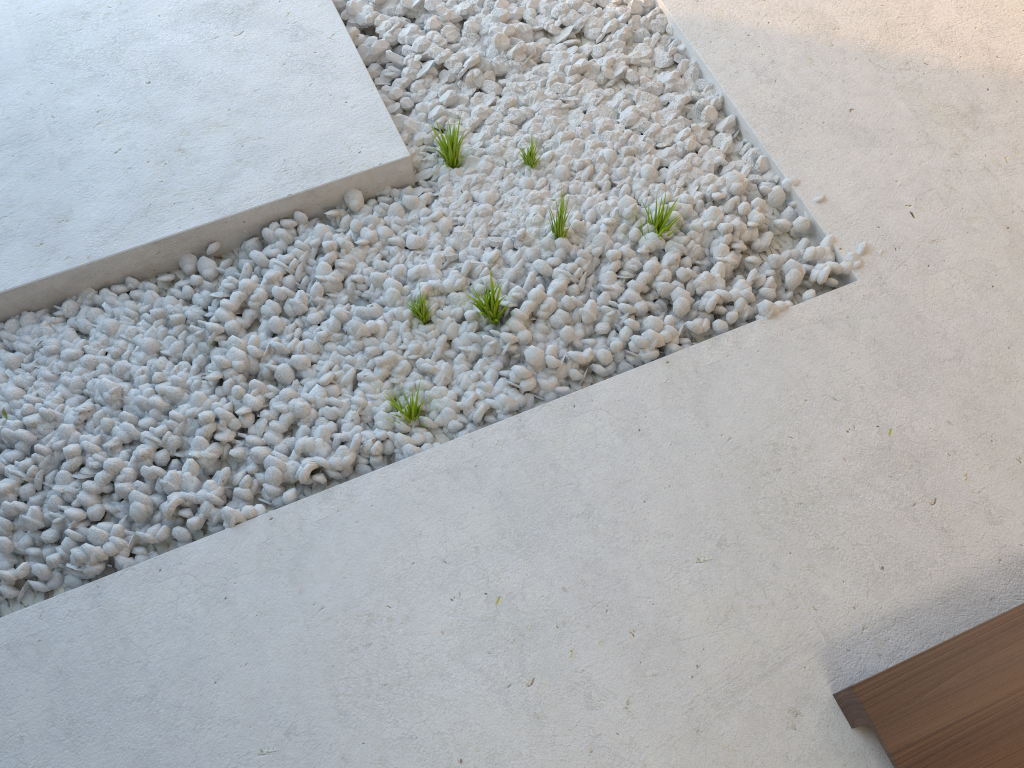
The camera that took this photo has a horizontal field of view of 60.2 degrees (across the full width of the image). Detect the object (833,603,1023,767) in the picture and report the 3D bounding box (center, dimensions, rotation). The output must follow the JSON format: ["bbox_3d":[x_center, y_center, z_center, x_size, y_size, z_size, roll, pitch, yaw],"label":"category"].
[{"bbox_3d":[0.999,0.581,1.621,0.699,0.104,0.339,-21,68,-10],"label":"object"}]
